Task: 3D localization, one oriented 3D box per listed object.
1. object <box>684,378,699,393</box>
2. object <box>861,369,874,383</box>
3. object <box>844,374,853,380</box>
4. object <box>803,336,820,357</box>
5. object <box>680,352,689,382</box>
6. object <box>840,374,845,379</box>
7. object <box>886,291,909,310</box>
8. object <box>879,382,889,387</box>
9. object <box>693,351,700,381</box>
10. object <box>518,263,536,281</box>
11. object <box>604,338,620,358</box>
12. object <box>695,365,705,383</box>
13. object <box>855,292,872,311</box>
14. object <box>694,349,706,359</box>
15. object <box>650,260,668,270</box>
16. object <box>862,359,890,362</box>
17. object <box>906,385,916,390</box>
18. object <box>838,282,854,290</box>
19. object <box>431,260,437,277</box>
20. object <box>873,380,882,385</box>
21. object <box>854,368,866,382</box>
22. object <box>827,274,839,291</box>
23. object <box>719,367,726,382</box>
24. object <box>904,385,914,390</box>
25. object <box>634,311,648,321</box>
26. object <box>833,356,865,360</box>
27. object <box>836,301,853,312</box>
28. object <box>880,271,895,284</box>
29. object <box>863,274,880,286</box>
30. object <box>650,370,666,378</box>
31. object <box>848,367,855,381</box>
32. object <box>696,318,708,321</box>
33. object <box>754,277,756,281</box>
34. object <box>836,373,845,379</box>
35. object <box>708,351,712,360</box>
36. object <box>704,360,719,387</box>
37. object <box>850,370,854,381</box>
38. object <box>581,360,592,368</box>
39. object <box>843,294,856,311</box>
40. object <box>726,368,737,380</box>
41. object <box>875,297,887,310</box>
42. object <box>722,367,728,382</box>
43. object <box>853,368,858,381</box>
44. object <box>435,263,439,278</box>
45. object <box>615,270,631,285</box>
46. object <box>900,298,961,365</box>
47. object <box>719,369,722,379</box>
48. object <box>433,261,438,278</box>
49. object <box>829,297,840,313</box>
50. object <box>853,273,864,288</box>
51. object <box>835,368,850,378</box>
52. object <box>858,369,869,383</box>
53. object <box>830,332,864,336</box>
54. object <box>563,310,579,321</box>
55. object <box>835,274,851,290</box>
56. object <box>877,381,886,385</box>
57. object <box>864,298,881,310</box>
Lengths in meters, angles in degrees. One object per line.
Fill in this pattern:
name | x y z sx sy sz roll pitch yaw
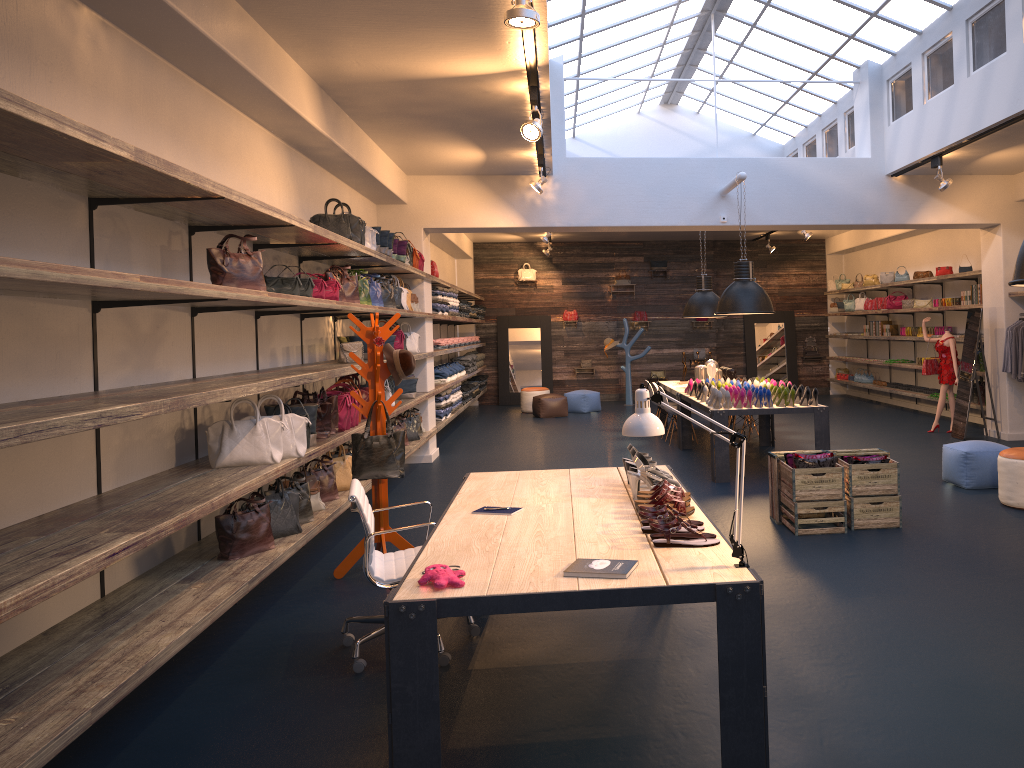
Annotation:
object | 2.335 0.020 11.229 0.207 0.195 0.236 -1 2 -7
object | 7.170 -0.157 17.492 0.255 0.282 0.103 0 1 33
object | 7.250 -0.150 18.690 0.203 0.118 0.097 0 2 33
object | 6.725 -0.850 19.509 0.363 0.460 0.231 -1 1 -4
object | 2.698 -0.272 13.638 0.137 0.468 0.142 -1 0 10
object | 7.240 -0.162 18.898 0.204 0.118 0.097 0 2 32
object | 6.987 -1.516 15.757 0.357 0.337 0.290 -2 2 -13
object | 7.137 -0.001 16.592 0.220 0.083 0.227 -2 3 -11
object | 2.910 -0.278 13.660 0.128 0.468 0.151 -1 0 42
object | 0.332 -2.421 18.770 0.446 0.386 0.183 -2 1 -17
object | 2.099 -0.753 18.239 0.341 0.441 0.350 -1 1 -5
object | 2.594 -0.097 11.894 0.178 0.336 0.193 -1 1 17
object | 7.091 -1.668 17.497 0.209 0.386 0.390 -2 2 -38
object | 4.156 -0.669 19.201 0.266 0.230 0.081 -1 0 12
object | 3.233 -2.613 19.092 0.431 0.232 0.172 -2 1 -11
object | 7.072 -0.464 16.939 0.357 0.029 0.880 -1 3 2
object | 7.091 0.070 15.432 0.189 0.087 0.065 -1 1 -5
object | 7.090 -2.078 18.443 0.250 0.174 0.334 -3 3 -38
object | -1.156 -1.507 11.376 0.325 0.245 0.139 -1 1 -6
object | 7.221 -0.035 17.116 0.207 0.083 0.242 -1 3 10
object | 7.180 -0.182 17.898 0.258 0.282 0.102 0 1 27
object | 7.193 -2.240 19.226 0.403 0.386 0.203 -1 1 20
object | 3.003 -0.104 12.269 0.156 0.285 0.152 -1 1 -2
object | 7.094 0.065 15.502 0.189 0.087 0.065 -1 1 -5
object | 2.830 -1.488 19.037 0.335 0.254 0.132 -2 1 -17
object | 7.149 -0.552 18.397 0.354 0.024 1.861 -1 3 3
object | 7.130 -1.659 18.575 0.384 0.232 0.193 1 2 37
object | 6.960 -1.967 16.085 0.253 0.230 0.085 0 1 42
object | 6.963 -2.015 16.835 0.217 0.234 0.338 -3 3 -41
object | 3.224 -0.215 19.050 0.390 0.174 0.215 -3 2 -26
object | 7.244 -0.212 18.457 0.187 0.279 0.063 -1 0 28
object | 4.203 -1.511 19.216 0.253 0.243 0.213 -1 1 -7
object | 5.267 -2.310 19.319 0.386 0.367 0.167 -2 1 -17
object | 7.251 -0.175 19.111 0.204 0.118 0.097 0 2 32
object | 3.137 -0.285 13.688 0.149 0.468 0.130 -1 0 -26
object | 2.676 -0.122 11.639 0.211 0.412 0.193 -1 1 -13
object | 7.240 -0.204 18.328 0.191 0.279 0.062 -1 0 18
object | 1.619 -0.441 18.899 0.288 0.175 0.097 -2 1 -26
object | 7.047 -1.693 18.037 0.337 0.367 0.191 0 1 42
object | 2.976 -0.072 11.764 0.156 0.285 0.152 -1 1 -2
object | 6.934 -1.520 16.306 0.145 0.249 0.296 -2 2 -27
object | 2.990 -0.088 12.020 0.156 0.285 0.152 -1 1 -2
object | 7.230 -0.195 18.182 0.187 0.279 0.063 -1 0 28
object | -1.142 -1.520 11.576 0.328 0.245 0.138 -2 1 -10
object | 2.428 -2.337 19.008 0.346 0.335 0.167 -1 1 7
object | 7.056 -0.848 14.657 0.457 1.135 2.677 -1 3 3
object | 2.781 -0.074 11.827 0.182 0.289 0.167 -1 1 -13
object | -1.151 -1.513 11.473 0.322 0.245 0.141 -1 1 -3
object | 7.152 -1.744 19.114 0.323 0.335 0.179 0 2 43
object | 7.052 -2.096 17.640 0.111 0.300 0.271 -1 1 -28
object | 7.355 -0.246 19.318 0.342 0.234 0.214 0 2 31
object | 7.175 -0.169 17.695 0.255 0.282 0.103 0 1 33
object | 7.221 -1.071 18.539 0.484 0.060 1.511 -1 3 2
object | 1.274 -1.493 18.882 0.332 0.254 0.140 -1 1 7
object | 7.135 -2.197 18.736 0.337 0.367 0.191 0 1 42
object | 7.191 -0.018 16.854 0.220 0.083 0.227 -2 3 -11
object | 6.998 -1.556 16.869 0.149 0.254 0.310 -2 2 -40
